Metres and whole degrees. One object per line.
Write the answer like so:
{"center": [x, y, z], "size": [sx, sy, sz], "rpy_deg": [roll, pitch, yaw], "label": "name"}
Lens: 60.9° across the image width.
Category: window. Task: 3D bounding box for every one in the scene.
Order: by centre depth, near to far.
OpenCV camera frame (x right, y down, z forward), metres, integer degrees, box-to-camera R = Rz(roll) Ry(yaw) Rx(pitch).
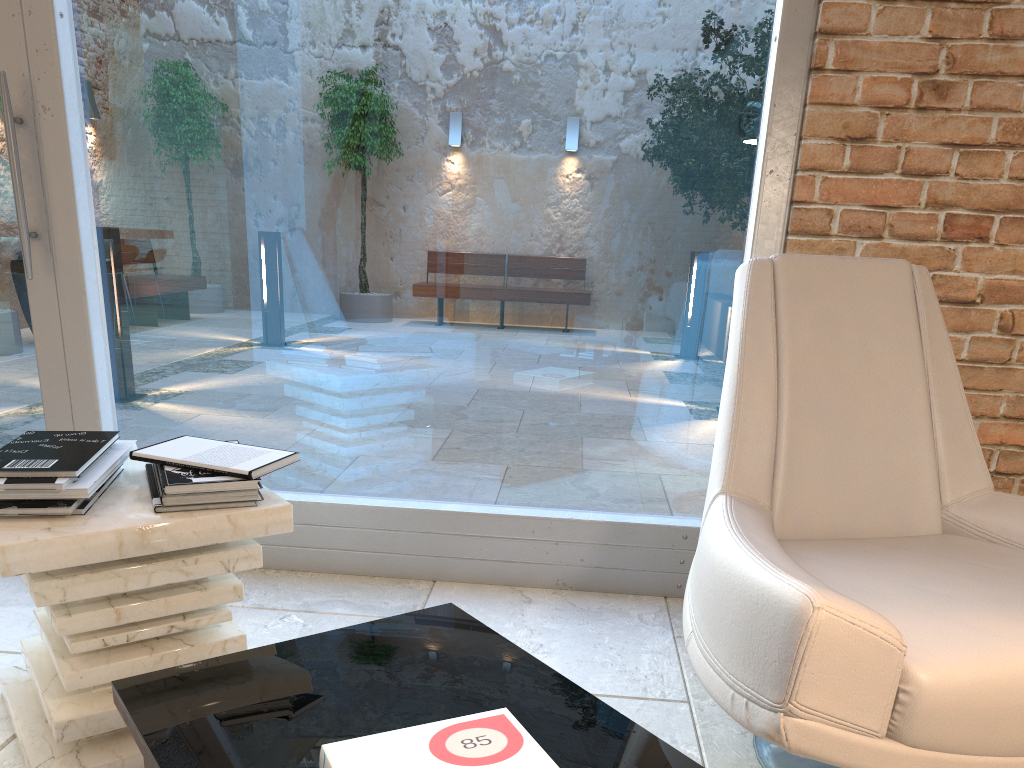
{"center": [-2.837, -2.773, 2.002], "size": [12.328, 6.740, 0.612], "rpy_deg": [3, 18, 3], "label": "window"}

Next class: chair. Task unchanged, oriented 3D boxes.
{"center": [0.797, 0.274, 1.760], "size": [1.027, 1.046, 0.937], "rpy_deg": [0, 15, -12], "label": "chair"}

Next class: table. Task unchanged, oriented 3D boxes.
{"center": [0.192, 0.711, 0.766], "size": [2.181, 0.450, 1.904], "rpy_deg": [-4, 12, -35], "label": "table"}
{"center": [-0.773, 0.455, 1.794], "size": [0.489, 0.528, 0.478], "rpy_deg": [-8, 18, -35], "label": "table"}

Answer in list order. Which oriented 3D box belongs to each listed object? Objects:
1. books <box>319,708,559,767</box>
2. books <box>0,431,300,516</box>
{"center": [-0.054, 0.494, 0.994], "size": [0.253, 0.059, 0.314], "rpy_deg": [-2, 11, -26], "label": "books"}
{"center": [-0.703, 0.167, 1.694], "size": [0.568, 0.083, 0.372], "rpy_deg": [1, 10, -12], "label": "books"}
